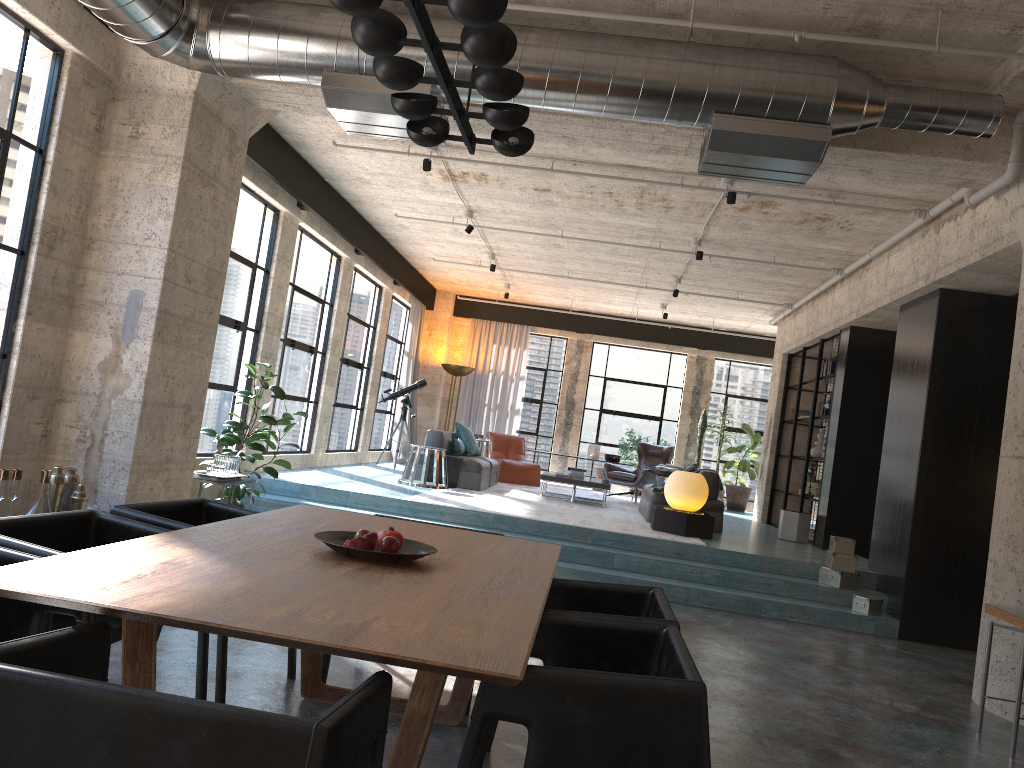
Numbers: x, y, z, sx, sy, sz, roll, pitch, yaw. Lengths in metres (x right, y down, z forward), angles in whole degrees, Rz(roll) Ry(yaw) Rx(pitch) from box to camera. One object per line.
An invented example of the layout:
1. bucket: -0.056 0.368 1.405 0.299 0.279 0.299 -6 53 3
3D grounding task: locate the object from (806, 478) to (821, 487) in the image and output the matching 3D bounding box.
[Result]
1. object: 4.255 1.456 12.450 0.284 0.231 0.335 8 -3 6

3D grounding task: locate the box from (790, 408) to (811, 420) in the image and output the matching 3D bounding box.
1. box: 4.159 0.455 12.740 0.306 0.157 0.312 7 -3 16

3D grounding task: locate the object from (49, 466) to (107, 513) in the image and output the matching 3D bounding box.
1. object: -2.601 0.655 5.296 0.248 0.333 0.415 6 -4 42

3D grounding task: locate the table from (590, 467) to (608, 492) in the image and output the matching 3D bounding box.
1. table: 1.552 1.674 15.565 0.331 0.394 0.331 5 -4 45

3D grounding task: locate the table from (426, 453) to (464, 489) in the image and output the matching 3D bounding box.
1. table: -0.877 1.094 11.226 0.420 0.390 0.413 8 -3 6

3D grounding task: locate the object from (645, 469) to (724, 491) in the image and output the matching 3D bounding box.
1. object: 2.195 1.251 11.218 0.985 0.438 0.444 6 -4 32

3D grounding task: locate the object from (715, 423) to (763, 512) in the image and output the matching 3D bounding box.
1. object: 4.069 1.475 15.632 0.817 1.543 0.921 10 -3 -25

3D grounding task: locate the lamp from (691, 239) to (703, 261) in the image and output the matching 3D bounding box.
1. lamp: 2.044 -1.483 9.802 0.141 0.215 0.107 9 -3 -12

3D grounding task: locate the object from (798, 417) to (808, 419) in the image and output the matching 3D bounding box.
1. object: 4.136 0.494 12.362 0.179 0.034 0.243 9 -3 -16

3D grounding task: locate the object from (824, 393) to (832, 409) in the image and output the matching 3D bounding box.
1. object: 4.328 0.329 12.109 0.180 0.394 0.178 8 -3 0

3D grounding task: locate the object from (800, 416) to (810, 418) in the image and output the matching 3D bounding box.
1. object: 4.148 0.466 12.357 0.166 0.024 0.227 9 -3 -15

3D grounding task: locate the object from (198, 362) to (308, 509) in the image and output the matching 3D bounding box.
1. object: -2.277 0.575 7.653 0.886 1.552 0.514 9 -3 -7

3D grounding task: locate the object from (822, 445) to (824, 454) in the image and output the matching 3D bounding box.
1. object: 4.287 0.840 12.103 0.062 0.395 0.121 8 -3 8

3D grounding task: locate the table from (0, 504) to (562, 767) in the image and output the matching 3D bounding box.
1. table: -0.563 0.973 3.080 1.299 0.756 2.410 8 -3 6

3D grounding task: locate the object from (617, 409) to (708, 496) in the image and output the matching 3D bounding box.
1. object: 2.691 1.202 15.864 1.641 1.708 0.971 9 -3 -19

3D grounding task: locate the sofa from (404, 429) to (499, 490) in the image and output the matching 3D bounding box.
1. sofa: -0.754 1.013 12.268 1.019 0.680 2.063 8 -3 6

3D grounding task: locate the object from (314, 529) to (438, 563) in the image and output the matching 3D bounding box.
1. object: -0.479 0.565 3.129 0.435 0.079 0.435 6 -4 42

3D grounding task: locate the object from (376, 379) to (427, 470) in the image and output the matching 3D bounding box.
1. object: -1.675 0.570 13.194 0.617 1.406 0.595 8 -3 7

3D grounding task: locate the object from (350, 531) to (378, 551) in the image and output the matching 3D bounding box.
1. object: -0.510 0.549 3.085 0.110 0.082 0.088 11 -4 -44

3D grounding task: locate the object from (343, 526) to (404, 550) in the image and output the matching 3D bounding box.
1. object: -0.485 0.552 3.153 0.219 0.097 0.100 11 -4 -41

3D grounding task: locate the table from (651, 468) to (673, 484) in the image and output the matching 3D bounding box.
1. table: 2.391 1.564 12.740 0.800 0.570 0.800 8 -3 6

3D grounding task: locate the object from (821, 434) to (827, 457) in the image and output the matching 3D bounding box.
1. object: 3.963 0.790 11.192 0.099 0.301 0.099 8 -3 0

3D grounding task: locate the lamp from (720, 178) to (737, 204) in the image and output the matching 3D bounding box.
1. lamp: 1.829 -1.639 7.506 0.141 0.215 0.107 9 -3 -12

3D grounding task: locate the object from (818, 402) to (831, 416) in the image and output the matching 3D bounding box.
1. object: 4.034 0.338 11.321 0.200 0.200 0.409 7 -3 16

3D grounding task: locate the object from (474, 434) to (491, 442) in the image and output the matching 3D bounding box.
1. object: -0.446 0.816 13.556 0.287 0.096 0.206 11 -4 -44

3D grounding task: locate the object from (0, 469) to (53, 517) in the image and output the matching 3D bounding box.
1. object: -2.696 0.593 4.722 0.199 0.365 0.703 7 -3 17

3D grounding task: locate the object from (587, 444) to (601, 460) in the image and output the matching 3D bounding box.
1. object: 1.433 1.190 15.557 0.214 0.259 0.154 8 -3 6

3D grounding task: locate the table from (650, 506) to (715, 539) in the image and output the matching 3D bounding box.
1. table: 1.812 1.470 9.531 0.616 0.230 1.044 8 -3 6

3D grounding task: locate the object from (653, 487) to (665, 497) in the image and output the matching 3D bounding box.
1. object: 1.858 1.291 10.344 0.433 0.185 0.429 8 -3 2

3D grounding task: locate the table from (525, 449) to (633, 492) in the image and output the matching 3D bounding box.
1. table: 1.106 1.550 15.713 2.004 0.530 0.715 8 -3 4

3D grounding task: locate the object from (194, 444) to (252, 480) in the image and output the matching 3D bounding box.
1. object: -2.306 0.617 7.062 0.327 0.253 0.546 8 -3 6

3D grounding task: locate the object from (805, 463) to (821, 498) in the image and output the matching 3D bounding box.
1. object: 3.891 1.255 11.553 0.218 0.433 0.218 8 -3 -2

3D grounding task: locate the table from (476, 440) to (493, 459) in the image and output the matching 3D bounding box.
1. table: -0.518 1.161 13.581 0.549 0.603 0.549 9 -3 -15

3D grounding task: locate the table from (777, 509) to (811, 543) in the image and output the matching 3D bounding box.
1. table: 3.395 1.709 10.677 0.365 0.340 0.316 6 -4 36

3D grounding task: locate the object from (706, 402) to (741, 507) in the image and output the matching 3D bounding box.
1. object: 3.567 1.222 15.327 0.629 1.863 0.523 10 -3 -26

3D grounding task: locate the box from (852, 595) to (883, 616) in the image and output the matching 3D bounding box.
1. box: 3.075 1.913 7.676 0.187 0.140 0.172 10 -4 -32

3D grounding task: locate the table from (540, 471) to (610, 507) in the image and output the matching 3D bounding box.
1. table: 0.859 1.428 12.115 0.900 0.309 1.500 8 -3 6

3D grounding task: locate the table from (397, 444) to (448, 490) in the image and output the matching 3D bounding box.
1. table: -1.042 0.995 10.724 0.620 0.472 0.620 8 -3 9

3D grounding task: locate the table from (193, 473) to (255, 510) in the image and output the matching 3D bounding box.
1. table: -2.402 1.012 6.999 0.450 0.563 0.600 8 -3 6

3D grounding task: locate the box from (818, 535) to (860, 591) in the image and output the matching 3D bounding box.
1. box: 2.981 1.614 8.042 0.280 0.441 0.331 9 -3 -5

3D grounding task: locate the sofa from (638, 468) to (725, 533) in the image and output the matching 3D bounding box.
1. sofa: 2.178 1.381 11.131 1.019 0.680 2.063 8 -3 6

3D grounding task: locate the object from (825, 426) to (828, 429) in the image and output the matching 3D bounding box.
1. object: 4.232 0.790 11.778 0.192 0.447 0.191 11 -4 -37

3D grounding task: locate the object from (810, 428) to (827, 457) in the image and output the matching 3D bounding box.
1. object: 4.323 0.842 12.405 0.265 0.432 0.265 11 -4 -40

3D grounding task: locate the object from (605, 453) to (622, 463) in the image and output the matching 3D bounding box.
1. object: 1.780 1.312 15.671 0.307 0.129 0.307 5 -4 45

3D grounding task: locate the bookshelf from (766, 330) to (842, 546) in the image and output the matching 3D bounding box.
1. bookshelf: 4.150 0.764 11.811 0.628 2.571 2.900 8 -3 6
